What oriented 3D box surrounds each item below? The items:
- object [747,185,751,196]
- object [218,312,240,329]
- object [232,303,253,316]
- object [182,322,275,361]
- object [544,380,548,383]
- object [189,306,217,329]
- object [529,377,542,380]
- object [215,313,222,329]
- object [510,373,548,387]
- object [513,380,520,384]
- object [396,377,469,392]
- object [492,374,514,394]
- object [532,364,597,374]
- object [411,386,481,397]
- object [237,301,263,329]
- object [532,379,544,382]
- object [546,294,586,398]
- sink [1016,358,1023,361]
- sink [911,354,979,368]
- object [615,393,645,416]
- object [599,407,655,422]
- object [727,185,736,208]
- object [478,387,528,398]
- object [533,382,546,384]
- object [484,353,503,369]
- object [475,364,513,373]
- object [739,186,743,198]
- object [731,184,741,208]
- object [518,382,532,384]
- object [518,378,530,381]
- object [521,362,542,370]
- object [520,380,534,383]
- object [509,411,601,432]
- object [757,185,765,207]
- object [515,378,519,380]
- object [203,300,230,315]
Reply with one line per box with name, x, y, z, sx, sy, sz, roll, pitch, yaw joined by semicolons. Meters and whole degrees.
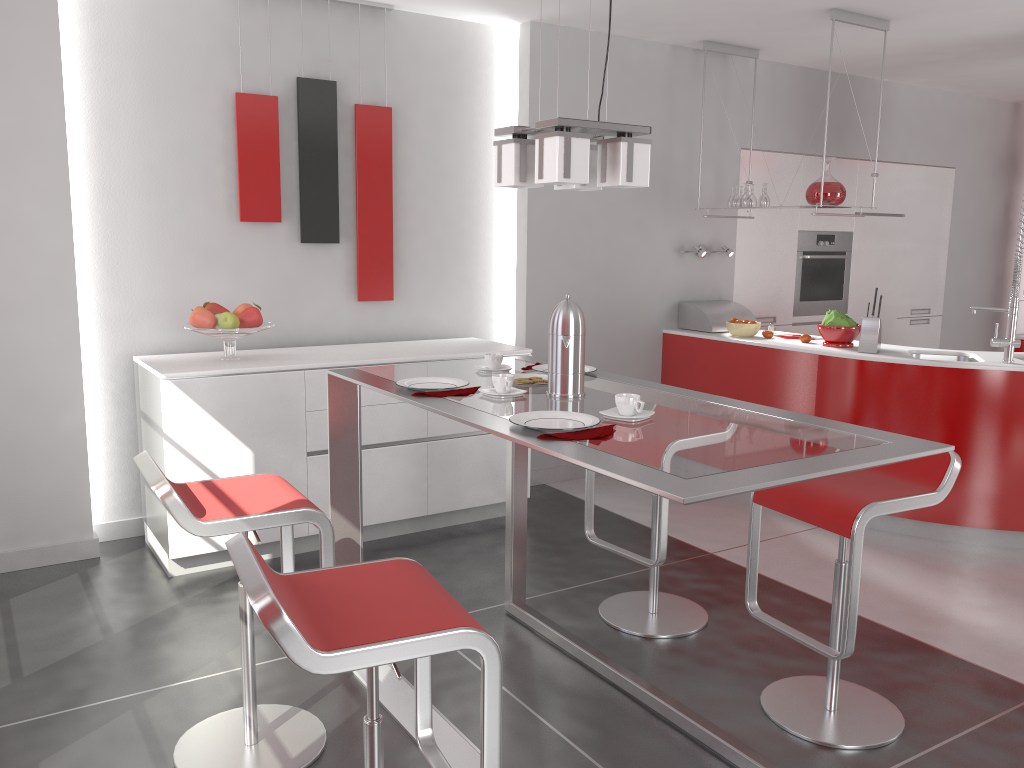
object;1.422;-1.126;5.349;0.060;0.141;0.060;-5;11;-32
object;-1.232;-0.274;3.880;0.083;0.086;0.100;4;10;17
object;-1.244;-0.325;4.109;0.121;0.101;0.097;7;11;36
object;-1.275;-0.189;4.004;0.398;0.159;0.398;4;10;17
object;0.096;-0.009;2.720;0.034;0.006;0.036;-5;11;-32
object;-1.368;-0.292;3.933;0.117;0.105;0.096;0;9;-3
object;0.072;-0.018;2.734;0.036;0.006;0.034;-8;13;-43
object;-1.302;-0.279;3.990;0.084;0.079;0.086;0;9;-4
object;0.050;-0.009;2.707;0.217;0.015;0.217;2;9;5
object;0.015;-0.007;2.702;0.036;0.006;0.034;8;12;36
object;-0.234;0.003;2.611;0.217;0.015;0.217;7;11;33
object;-0.027;0.002;2.492;0.062;0.049;0.078;2;9;7
object;0.173;-0.045;2.936;0.217;0.015;0.217;1;9;4
object;-0.162;0.025;2.495;0.234;0.012;0.095;-5;11;-33
object;-1.182;-0.311;3.994;0.117;0.133;0.097;-8;13;-42
object;0.080;-0.011;2.693;0.034;0.006;0.036;-1;9;-9
object;0.147;-0.114;2.513;0.113;0.287;0.149;-3;10;-24
sink;2.659;-0.015;4.390;0.326;0.172;0.428;2;9;6
sink;2.184;-0.038;4.495;0.326;0.172;0.428;4;10;18
object;0.288;0.054;2.196;0.062;0.049;0.078;-1;9;-10
object;0.286;0.077;2.207;0.119;0.016;0.119;8;12;37
object;1.337;-1.132;5.382;0.060;0.141;0.060;-5;11;-32
object;-0.026;0.024;2.503;0.119;0.016;0.119;-6;11;-34
object;0.085;-0.002;2.676;0.036;0.006;0.034;-1;9;-11
object;-0.065;-0.075;2.958;0.062;0.049;0.078;-5;11;-32
object;-0.061;-0.050;2.956;0.119;0.016;0.119;-1;10;-13
object;1.403;-1.140;5.436;0.060;0.141;0.060;-5;11;-32
object;1.339;-1.117;5.288;0.060;0.141;0.060;7;11;34
object;0.040;-0.002;2.672;0.036;0.006;0.034;-4;11;-28
object;0.036;-0.014;2.711;0.034;0.006;0.036;1;9;5
object;0.104;-0.063;3.055;0.234;0.012;0.095;-5;11;-32
object;0.045;-0.008;2.671;0.036;0.006;0.034;-3;10;-20
object;0.101;0.091;2.101;0.217;0.015;0.217;-1;9;-8
object;1.495;-1.114;5.281;0.060;0.141;0.060;-5;11;-32
object;0.030;-0.013;2.741;0.036;0.006;0.034;9;12;41
object;-1.358;-0.324;4.050;0.150;0.129;0.117;3;10;15
